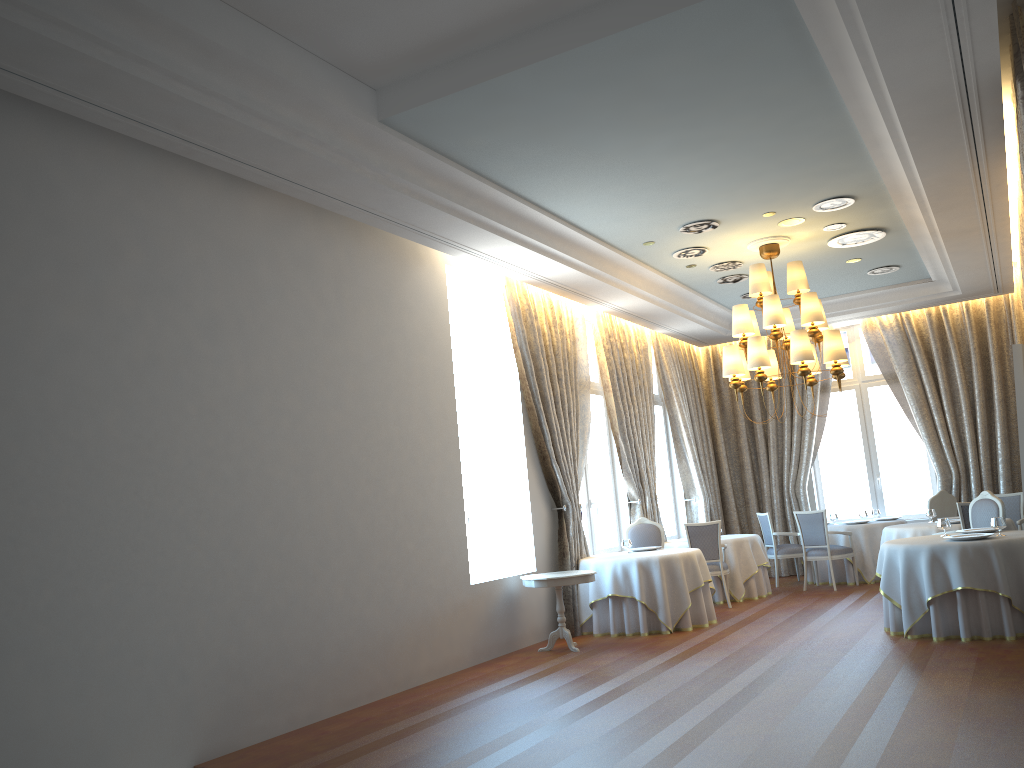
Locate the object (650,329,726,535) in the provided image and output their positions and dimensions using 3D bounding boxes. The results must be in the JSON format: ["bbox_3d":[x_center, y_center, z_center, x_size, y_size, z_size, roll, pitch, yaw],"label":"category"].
[{"bbox_3d":[2.987,0.962,14.698,0.386,4.901,2.121,-10,-10,29],"label":"object"}]

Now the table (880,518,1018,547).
[{"bbox_3d":[5.530,2.188,11.163,1.663,0.890,1.667,-13,-11,43],"label":"table"}]

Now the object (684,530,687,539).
[{"bbox_3d":[2.612,2.198,13.104,0.128,0.165,0.128,-10,-10,29],"label":"object"}]

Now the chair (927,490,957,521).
[{"bbox_3d":[5.914,2.131,12.523,0.563,1.233,0.690,-2,-9,-20],"label":"chair"}]

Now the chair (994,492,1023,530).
[{"bbox_3d":[6.614,2.039,11.929,0.629,1.108,0.650,2,-11,-40],"label":"chair"}]

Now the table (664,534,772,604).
[{"bbox_3d":[2.846,2.652,12.688,1.667,0.890,1.663,-9,-9,23],"label":"table"}]

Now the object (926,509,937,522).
[{"bbox_3d":[5.465,1.716,11.551,0.128,0.165,0.128,-10,-10,29],"label":"object"}]

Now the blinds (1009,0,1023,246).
[{"bbox_3d":[4.616,-0.293,7.561,0.238,4.819,4.439,-10,-10,29],"label":"blinds"}]

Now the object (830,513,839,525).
[{"bbox_3d":[4.852,2.035,13.353,0.128,0.165,0.128,-10,-10,29],"label":"object"}]

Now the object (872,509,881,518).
[{"bbox_3d":[5.594,2.007,13.620,0.128,0.165,0.128,-10,-10,29],"label":"object"}]

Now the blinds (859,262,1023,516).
[{"bbox_3d":[6.884,0.423,13.712,2.476,4.901,0.386,-10,-10,29],"label":"blinds"}]

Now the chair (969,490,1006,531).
[{"bbox_3d":[4.722,1.747,9.175,0.690,1.233,0.563,-4,-8,-11],"label":"chair"}]

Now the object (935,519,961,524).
[{"bbox_3d":[5.401,1.683,10.843,0.419,0.036,0.419,-10,-9,28],"label":"object"}]

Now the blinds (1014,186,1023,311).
[{"bbox_3d":[6.792,0.065,11.336,0.238,4.819,4.439,-10,-10,29],"label":"blinds"}]

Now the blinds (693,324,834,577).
[{"bbox_3d":[4.405,0.849,15.106,2.535,4.901,0.386,-10,-10,29],"label":"blinds"}]

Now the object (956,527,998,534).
[{"bbox_3d":[4.593,1.443,8.712,0.419,0.036,0.419,-10,-9,28],"label":"object"}]

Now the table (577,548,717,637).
[{"bbox_3d":[1.526,2.436,10.413,1.663,0.890,1.667,-8,-9,18],"label":"table"}]

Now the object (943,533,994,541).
[{"bbox_3d":[4.115,1.379,7.985,0.419,0.036,0.419,-10,-9,28],"label":"object"}]

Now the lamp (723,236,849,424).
[{"bbox_3d":[3.125,-0.633,10.331,1.373,2.121,1.373,-2,-9,-23],"label":"lamp"}]

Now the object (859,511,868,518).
[{"bbox_3d":[5.279,1.990,13.310,0.128,0.165,0.128,-10,-10,29],"label":"object"}]

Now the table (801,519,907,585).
[{"bbox_3d":[5.237,2.545,13.414,1.663,0.890,1.667,2,-11,-41],"label":"table"}]

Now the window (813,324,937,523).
[{"bbox_3d":[5.885,0.629,14.749,1.881,3.306,0.196,-10,-10,29],"label":"window"}]

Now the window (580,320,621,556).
[{"bbox_3d":[0.966,0.653,11.914,0.259,3.306,1.882,-10,-9,29],"label":"window"}]

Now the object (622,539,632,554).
[{"bbox_3d":[1.382,1.949,10.655,0.128,0.165,0.128,-7,-8,11],"label":"object"}]

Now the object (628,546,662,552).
[{"bbox_3d":[1.630,2.023,10.866,0.419,0.036,0.419,-10,-9,28],"label":"object"}]

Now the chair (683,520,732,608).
[{"bbox_3d":[2.529,2.365,11.664,0.650,1.108,0.629,-6,-8,4],"label":"chair"}]

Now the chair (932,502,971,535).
[{"bbox_3d":[5.300,1.903,10.204,0.650,1.108,0.629,-5,-8,-1],"label":"chair"}]

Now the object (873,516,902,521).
[{"bbox_3d":[5.628,2.020,13.286,0.419,0.036,0.419,-10,-9,28],"label":"object"}]

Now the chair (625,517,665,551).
[{"bbox_3d":[1.737,2.316,11.241,0.563,1.233,0.690,-6,-8,4],"label":"chair"}]

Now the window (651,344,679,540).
[{"bbox_3d":[2.132,0.855,14.002,0.196,3.306,1.881,-10,-10,29],"label":"window"}]

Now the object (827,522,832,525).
[{"bbox_3d":[4.698,2.149,13.594,0.419,0.036,0.419,-10,-9,28],"label":"object"}]

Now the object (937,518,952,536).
[{"bbox_3d":[4.251,1.409,8.717,0.128,0.165,0.128,0,-10,-30],"label":"object"}]

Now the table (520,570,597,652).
[{"bbox_3d":[0.514,2.380,9.198,0.761,0.801,0.760,-2,-9,-21],"label":"table"}]

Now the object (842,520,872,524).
[{"bbox_3d":[5.079,2.035,13.047,0.419,0.036,0.419,-10,-9,28],"label":"object"}]

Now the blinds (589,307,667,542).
[{"bbox_3d":[1.840,0.746,12.846,0.335,4.969,2.257,-10,-10,29],"label":"blinds"}]

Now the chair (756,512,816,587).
[{"bbox_3d":[4.173,2.491,13.531,0.629,1.108,0.650,-4,-8,-6],"label":"chair"}]

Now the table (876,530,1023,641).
[{"bbox_3d":[4.330,1.881,8.333,1.663,0.890,1.667,-8,-9,18],"label":"table"}]

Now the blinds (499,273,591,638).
[{"bbox_3d":[0.595,0.547,10.734,0.315,4.930,2.204,-10,-9,29],"label":"blinds"}]

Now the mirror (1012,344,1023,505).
[{"bbox_3d":[5.517,0.976,9.434,0.385,2.564,2.251,-10,-10,29],"label":"mirror"}]

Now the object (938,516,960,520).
[{"bbox_3d":[5.776,1.756,11.569,0.419,0.036,0.419,-10,-9,28],"label":"object"}]

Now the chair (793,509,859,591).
[{"bbox_3d":[4.417,2.326,12.554,0.629,1.108,0.650,3,-12,-45],"label":"chair"}]

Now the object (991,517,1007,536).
[{"bbox_3d":[4.435,1.299,8.079,0.128,0.165,0.128,-10,-10,29],"label":"object"}]
